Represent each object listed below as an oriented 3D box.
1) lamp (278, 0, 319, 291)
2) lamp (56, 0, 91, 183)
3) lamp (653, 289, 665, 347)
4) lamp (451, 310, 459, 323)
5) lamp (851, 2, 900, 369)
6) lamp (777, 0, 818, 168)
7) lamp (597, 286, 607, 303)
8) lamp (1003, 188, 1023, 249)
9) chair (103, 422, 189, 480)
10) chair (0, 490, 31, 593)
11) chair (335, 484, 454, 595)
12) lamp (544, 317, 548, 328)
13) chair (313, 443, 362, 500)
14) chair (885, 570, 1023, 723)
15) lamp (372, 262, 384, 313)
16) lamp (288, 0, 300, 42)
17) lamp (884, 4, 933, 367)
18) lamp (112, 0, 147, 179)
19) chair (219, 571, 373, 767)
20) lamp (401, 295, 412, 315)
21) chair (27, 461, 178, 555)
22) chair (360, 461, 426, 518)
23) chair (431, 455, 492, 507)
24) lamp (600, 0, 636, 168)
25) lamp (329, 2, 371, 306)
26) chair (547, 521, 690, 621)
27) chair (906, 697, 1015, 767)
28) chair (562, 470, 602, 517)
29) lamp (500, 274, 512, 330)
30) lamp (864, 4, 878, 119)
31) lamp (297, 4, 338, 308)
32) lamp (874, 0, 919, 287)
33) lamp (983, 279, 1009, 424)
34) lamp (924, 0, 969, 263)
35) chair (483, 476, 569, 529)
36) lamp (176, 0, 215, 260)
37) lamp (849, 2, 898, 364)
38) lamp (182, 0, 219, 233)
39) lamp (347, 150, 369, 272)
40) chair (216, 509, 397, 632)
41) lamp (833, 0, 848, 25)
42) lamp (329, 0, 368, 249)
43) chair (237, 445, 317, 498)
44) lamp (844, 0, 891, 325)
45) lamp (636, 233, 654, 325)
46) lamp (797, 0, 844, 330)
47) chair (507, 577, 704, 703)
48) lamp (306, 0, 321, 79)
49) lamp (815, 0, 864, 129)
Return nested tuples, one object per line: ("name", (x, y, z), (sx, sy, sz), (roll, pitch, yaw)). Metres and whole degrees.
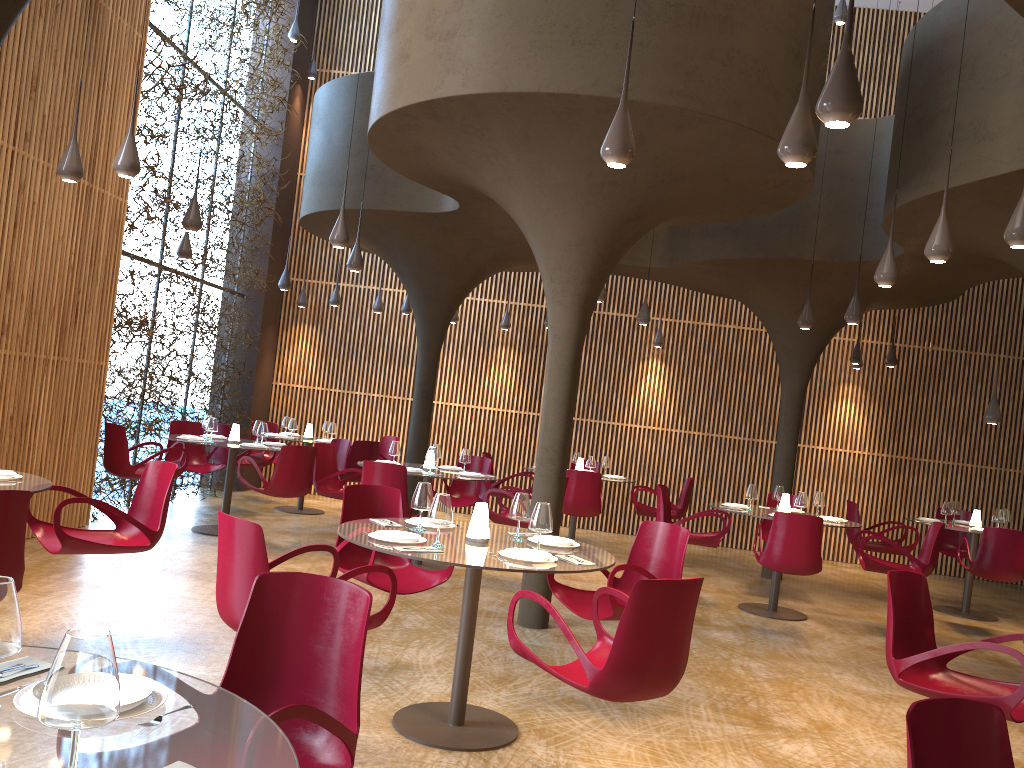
("lamp", (-3.046, -4.521, 13.292), (0.195, 6.276, 0.196), (7, 0, 30))
("lamp", (-3.127, -4.718, 7.005), (0.196, 6.276, 0.196), (7, 0, 12))
("lamp", (2.893, -3.757, 15.360), (0.195, 6.276, 0.196), (7, 0, 20))
("lamp", (-0.656, -4.175, 15.394), (0.195, 6.276, 0.196), (7, 0, 20))
("lamp", (6.216, -3.374, 15.052), (0.195, 6.276, 0.196), (7, 0, 30))
("lamp", (1.790, -4.213, 4.451), (0.196, 6.276, 0.196), (7, 0, 10))
("lamp", (1.376, -4.083, 10.461), (0.195, 6.276, 0.196), (7, 0, 40))
("lamp", (3.548, -3.972, 5.560), (0.196, 6.276, 0.196), (7, 0, -10))
("chair", (-4.298, 0.789, 10.280), (0.624, 0.636, 0.874), (6, -1, 40))
("chair", (-2.847, 0.787, 4.472), (0.871, 0.636, 0.626), (6, -1, 40))
("chair", (-0.857, 1.073, 6.159), (0.626, 0.636, 0.871), (7, -1, -33))
("lamp", (0.974, -4.015, 14.308), (0.195, 6.276, 0.196), (7, 0, 20))
("chair", (-1.980, 1.074, 10.641), (0.872, 0.636, 0.626), (6, -1, 20))
("chair", (2.481, 1.428, 4.858), (0.626, 0.636, 0.871), (8, -1, -40))
("lamp", (-1.928, -4.333, 15.163), (0.196, 6.276, 0.196), (7, 0, -10))
("lamp", (-3.349, -6.572, 14.130), (0.195, 2.224, 0.196), (7, 0, 30))
("lamp", (6.354, -3.388, 14.036), (0.195, 6.276, 0.196), (7, 0, 20))
("lamp", (-2.503, -4.656, 6.597), (0.195, 6.276, 0.196), (7, 0, 32))
("chair", (-0.829, 0.975, 2.754), (0.624, 0.636, 0.873), (6, -1, 17))
("lamp", (-1.406, -4.281, 14.838), (0.195, 6.276, 0.196), (7, 0, 20))
("chair", (-2.795, 0.843, 6.111), (0.624, 0.636, 0.874), (6, -1, 45))
("chair", (-1.257, 1.118, 9.265), (0.624, 0.636, 0.873), (7, -1, 10))
("chair", (-0.611, 1.262, 11.528), (0.624, 0.636, 0.873), (6, -1, 15))
("lamp", (0.936, -4.303, 4.827), (0.196, 6.276, 0.196), (7, 0, 10))
("lamp", (-2.600, -4.422, 14.845), (0.195, 6.276, 0.196), (7, 0, 30))
("chair", (0.766, 1.260, 6.014), (0.874, 0.636, 0.624), (8, -1, -38))
("chair", (1.370, 1.216, 2.126), (0.626, 0.636, 0.871), (7, -1, -32))
("chair", (0.904, 1.452, 11.885), (0.625, 0.636, 0.873), (7, -1, 0))
("lamp", (0.248, -4.066, 15.498), (0.195, 6.276, 0.196), (7, 0, 30))
("lamp", (5.907, -5.093, 14.658), (0.196, 2.961, 0.196), (7, 0, -10))
("lamp", (-3.374, -4.485, 15.784), (0.195, 6.276, 0.196), (7, 0, 30))
("lamp", (3.467, -3.928, 7.369), (0.195, 6.276, 0.196), (7, 0, 40))
("lamp", (6.109, -2.640, 10.617), (0.196, 6.276, 0.195), (7, 0, -40))
("lamp", (3.359, -3.974, 6.235), (0.195, 6.276, 0.196), (7, 0, 30))
("chair", (0.179, 1.311, 10.038), (0.872, 0.636, 0.625), (6, -1, 15))
("lamp", (-3.710, -4.667, 11.022), (0.195, 6.276, 0.196), (7, 0, 30))
("lamp", (5.885, -3.437, 14.252), (0.195, 6.276, 0.196), (7, 0, 20))
("lamp", (-2.813, -4.627, 8.799), (0.196, 6.276, 0.195), (7, 0, -20))
("lamp", (-1.459, -4.423, 10.284), (0.196, 6.276, 0.195), (7, 0, -40))
("chair", (-1.123, 0.996, 4.625), (0.874, 0.636, 0.624), (8, -1, -43))
("lamp", (4.351, -5.743, 11.407), (0.195, 2.224, 0.196), (7, 0, 40))
("lamp", (-1.335, -4.455, 8.704), (0.196, 6.276, 0.195), (7, 0, -40))
("chair", (-2.670, 0.980, 10.227), (0.871, 0.636, 0.626), (6, -1, 45))
("lamp", (4.131, -3.777, 9.800), (0.195, 6.276, 0.196), (7, 0, 40))
("lamp", (2.173, -3.936, 12.229), (0.195, 6.276, 0.196), (7, 0, 20))
("lamp", (3.894, -3.779, 10.671), (0.195, 6.276, 0.196), (7, 0, 40))
("chair", (0.483, 1.177, 4.349), (0.626, 0.636, 0.871), (7, -1, -38))
("lamp", (-3.432, -6.533, 15.744), (0.195, 2.224, 0.196), (7, 0, 30))
("lamp", (1.772, -4.234, 3.833), (0.195, 6.276, 0.196), (7, 0, 40))
